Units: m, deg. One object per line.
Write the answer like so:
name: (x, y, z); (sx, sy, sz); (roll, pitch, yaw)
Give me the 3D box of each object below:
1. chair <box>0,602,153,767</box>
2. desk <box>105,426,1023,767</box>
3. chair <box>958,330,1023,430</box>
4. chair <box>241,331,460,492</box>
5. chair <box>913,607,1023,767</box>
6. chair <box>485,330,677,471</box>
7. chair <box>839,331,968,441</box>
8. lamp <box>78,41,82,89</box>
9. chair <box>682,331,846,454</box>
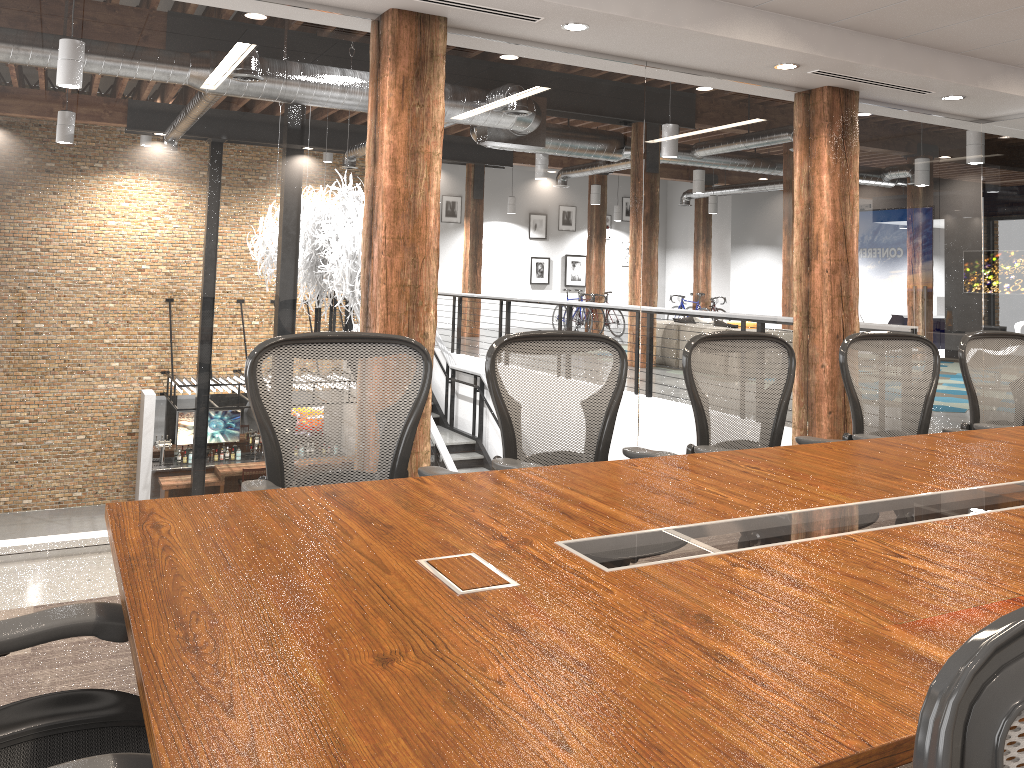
chair: (-0.694, 0.561, 1.222); (0.771, 1.098, 0.788); (1, 0, 36)
desk: (2.103, 0.636, 2.634); (6.026, 0.758, 1.411); (-2, 6, -28)
chair: (2.443, 0.325, 3.928); (0.799, 1.098, 0.761); (2, 0, -35)
chair: (-0.420, 0.412, 2.503); (0.794, 1.098, 0.766); (2, 0, 36)
chair: (0.390, 0.644, 0.820); (0.767, 1.098, 0.793); (2, 0, -34)
chair: (0.280, 0.384, 2.911); (0.793, 1.098, 0.767); (2, 0, 44)
chair: (1.742, 0.346, 3.582); (0.767, 1.098, 0.793); (2, 0, -42)
lamp: (-3.859, -3.548, 7.709); (0.205, 1.876, 0.202); (4, -4, -28)
chair: (1.015, 0.371, 3.195); (0.799, 1.098, 0.761); (2, 0, -39)
